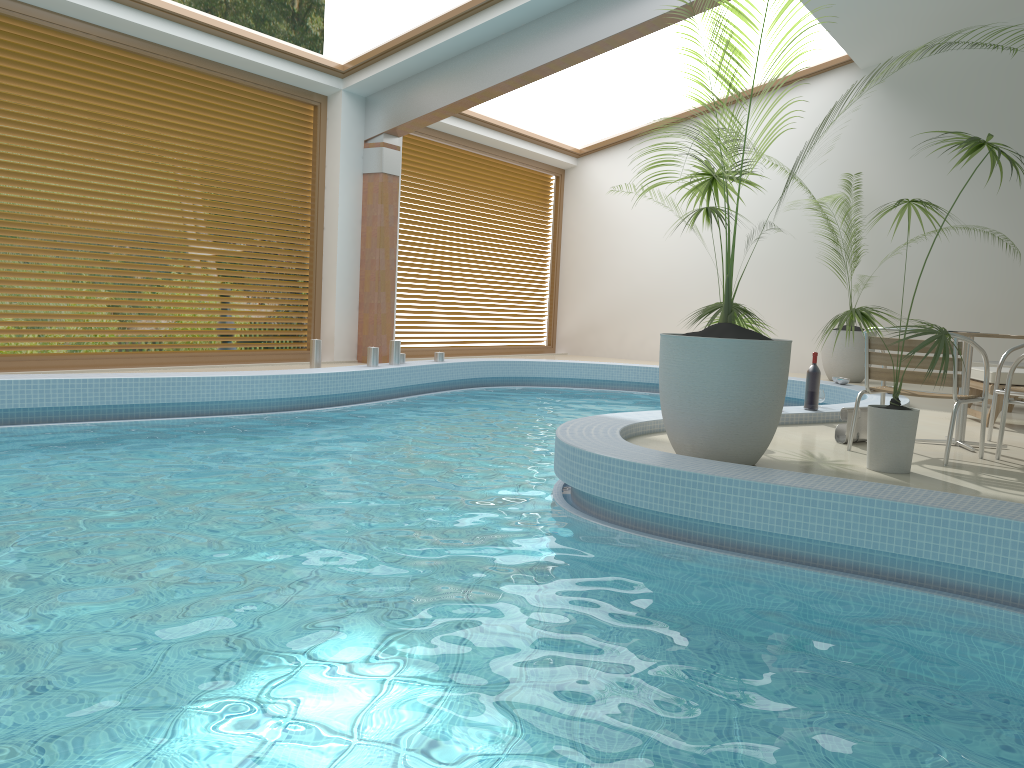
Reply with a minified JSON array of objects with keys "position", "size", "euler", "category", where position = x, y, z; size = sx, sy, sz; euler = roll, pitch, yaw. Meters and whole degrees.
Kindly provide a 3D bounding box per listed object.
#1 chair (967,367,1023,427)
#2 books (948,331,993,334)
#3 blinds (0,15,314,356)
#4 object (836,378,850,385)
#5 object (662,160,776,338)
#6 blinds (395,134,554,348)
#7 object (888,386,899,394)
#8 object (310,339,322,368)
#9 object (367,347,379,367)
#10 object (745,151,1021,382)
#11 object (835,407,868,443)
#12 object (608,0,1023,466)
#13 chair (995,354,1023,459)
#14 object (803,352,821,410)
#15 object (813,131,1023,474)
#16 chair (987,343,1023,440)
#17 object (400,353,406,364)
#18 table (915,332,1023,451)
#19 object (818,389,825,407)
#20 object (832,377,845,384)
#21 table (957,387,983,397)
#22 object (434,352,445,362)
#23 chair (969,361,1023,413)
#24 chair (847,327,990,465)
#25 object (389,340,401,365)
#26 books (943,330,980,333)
[{"position":[4.661,-0.064,6.919],"size":[1.903,0.866,0.861],"euler":[4,5,12],"category":"chair"},{"position":[2.865,-0.318,5.516],"size":[0.241,0.004,0.166],"euler":[1,5,-16],"category":"books"},{"position":[-3.474,-1.659,8.631],"size":[0.095,2.921,4.200],"euler":[6,6,33],"category":"blinds"},{"position":[3.552,-0.025,9.517],"size":[0.140,0.069,0.140],"euler":[3,5,2],"category":"object"},{"position":[1.257,-0.519,5.488],"size":[0.791,1.695,1.059],"euler":[5,5,20],"category":"object"},{"position":[-0.616,-1.900,12.955],"size":[0.095,2.921,4.414],"euler":[6,6,33],"category":"blinds"},{"position":[3.676,0.060,8.611],"size":[0.140,0.069,0.140],"euler":[3,5,2],"category":"object"},{"position":[-1.971,-0.286,8.910],"size":[0.115,0.320,0.115],"euler":[2,5,-8],"category":"object"},{"position":[-1.388,-0.270,8.852],"size":[0.115,0.194,0.115],"euler":[1,5,-16],"category":"object"},{"position":[4.419,-1.493,11.037],"size":[2.979,2.960,2.729],"euler":[3,5,-2],"category":"object"},{"position":[2.152,0.255,5.584],"size":[0.272,0.223,0.081],"euler":[-1,6,-37],"category":"object"},{"position":[1.216,-1.089,4.654],"size":[2.729,2.960,2.979],"euler":[-1,6,-39],"category":"object"},{"position":[3.174,0.098,4.972],"size":[0.618,0.727,0.563],"euler":[1,5,-14],"category":"chair"},{"position":[2.261,-0.023,6.659],"size":[0.109,0.435,0.109],"euler":[1,5,-22],"category":"object"},{"position":[2.071,-0.392,4.487],"size":[0.791,1.695,1.059],"euler":[1,5,-21],"category":"object"},{"position":[3.551,0.048,5.760],"size":[0.563,0.727,0.618],"euler":[1,5,-24],"category":"chair"},{"position":[-1.198,-0.273,9.492],"size":[0.115,0.107,0.115],"euler":[2,5,-8],"category":"object"},{"position":[2.873,0.036,5.635],"size":[0.700,0.720,0.700],"euler":[-1,6,-37],"category":"table"},{"position":[2.405,0.109,6.965],"size":[0.102,0.137,0.102],"euler":[7,7,42],"category":"object"},{"position":[3.572,-0.040,9.698],"size":[0.140,0.069,0.140],"euler":[3,5,2],"category":"object"},{"position":[4.925,0.040,9.383],"size":[0.283,0.255,0.320],"euler":[2,5,-5],"category":"table"},{"position":[-0.827,-0.308,10.094],"size":[0.115,0.107,0.115],"euler":[2,5,-8],"category":"object"},{"position":[5.471,-0.164,8.510],"size":[1.903,0.866,0.861],"euler":[2,5,-5],"category":"chair"},{"position":[2.377,0.042,5.174],"size":[0.563,0.727,0.618],"euler":[-2,7,-44],"category":"chair"},{"position":[-1.220,-0.326,9.248],"size":[0.115,0.254,0.115],"euler":[1,5,-16],"category":"object"},{"position":[2.777,-0.332,5.573],"size":[0.241,0.004,0.166],"euler":[1,5,-16],"category":"books"}]
